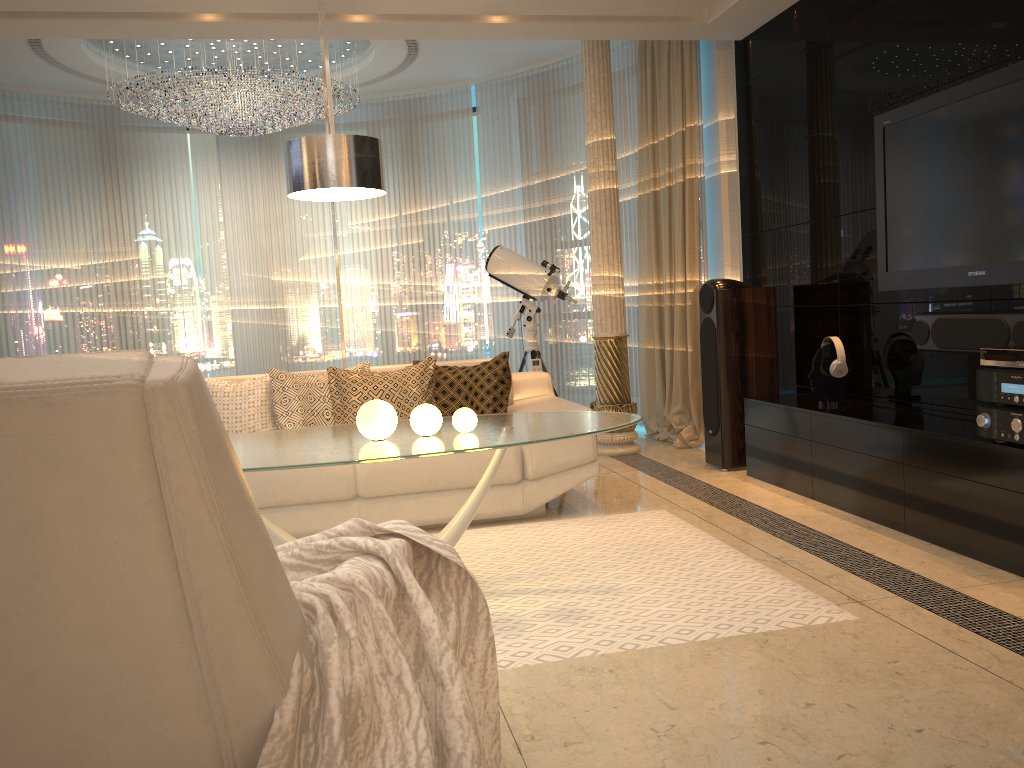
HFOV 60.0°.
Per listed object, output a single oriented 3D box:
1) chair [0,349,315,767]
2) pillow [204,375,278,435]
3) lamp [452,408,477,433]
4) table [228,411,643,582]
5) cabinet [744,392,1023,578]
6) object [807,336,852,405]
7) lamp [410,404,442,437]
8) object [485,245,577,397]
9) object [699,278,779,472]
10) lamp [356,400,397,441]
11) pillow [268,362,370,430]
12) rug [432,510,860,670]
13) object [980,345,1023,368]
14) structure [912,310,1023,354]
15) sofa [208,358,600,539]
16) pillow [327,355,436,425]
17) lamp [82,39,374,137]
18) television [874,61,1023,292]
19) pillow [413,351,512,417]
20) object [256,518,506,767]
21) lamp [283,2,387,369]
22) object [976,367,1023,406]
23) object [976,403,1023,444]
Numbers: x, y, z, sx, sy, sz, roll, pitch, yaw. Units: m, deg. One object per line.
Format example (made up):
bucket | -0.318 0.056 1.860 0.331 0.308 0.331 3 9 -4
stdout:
chair | -0.684 0.431 1.535 1.027 0.991 0.983 -4 5 -12
pillow | -1.367 0.141 4.495 0.463 0.380 0.222 -4 5 -7
lamp | -0.170 0.130 3.192 0.090 0.091 0.090 0 6 39
table | -0.539 0.478 3.233 2.140 0.565 0.999 -4 5 -12
cabinet | 1.807 0.382 3.670 0.416 0.444 2.842 -4 5 -11
object | 1.624 -0.068 4.490 0.197 0.343 0.197 1 7 43
lamp | -0.306 0.128 3.164 0.115 0.115 0.115 -2 5 14
object | 0.147 -0.241 6.129 0.616 1.471 0.570 -4 5 -5
object | 1.387 -0.072 5.291 0.468 1.127 0.285 -4 5 -11
lamp | -0.476 0.127 3.129 0.143 0.143 0.143 -6 5 -27
pillow | -0.984 0.108 4.601 0.587 0.429 0.288 -7 6 -36
rug | -0.496 0.771 3.253 2.900 0.020 1.661 -4 5 -12
object | 1.913 -0.091 3.030 0.371 0.070 0.441 -4 5 -11
structure | 1.929 -0.212 3.670 0.107 0.179 0.745 -4 5 -11
sofa | -0.822 0.307 4.562 2.328 0.754 1.145 -4 5 -11
pillow | -0.657 0.084 4.591 0.575 0.436 0.301 -4 5 -5
lamp | -2.091 -2.246 6.762 2.109 0.685 2.109 0 6 34
television | 1.924 -0.821 3.638 0.055 0.839 1.358 -4 5 -11
pillow | -0.259 0.056 4.645 0.575 0.436 0.301 -2 5 20
object | -0.481 0.609 1.644 1.347 0.580 0.972 -1 5 26
lamp | -0.850 -0.564 4.379 0.393 2.519 2.009 -4 5 -11
object | 1.897 0.010 3.036 0.407 0.130 0.446 -4 5 -11
object | 1.899 0.140 3.046 0.419 0.130 0.446 -4 5 -11
